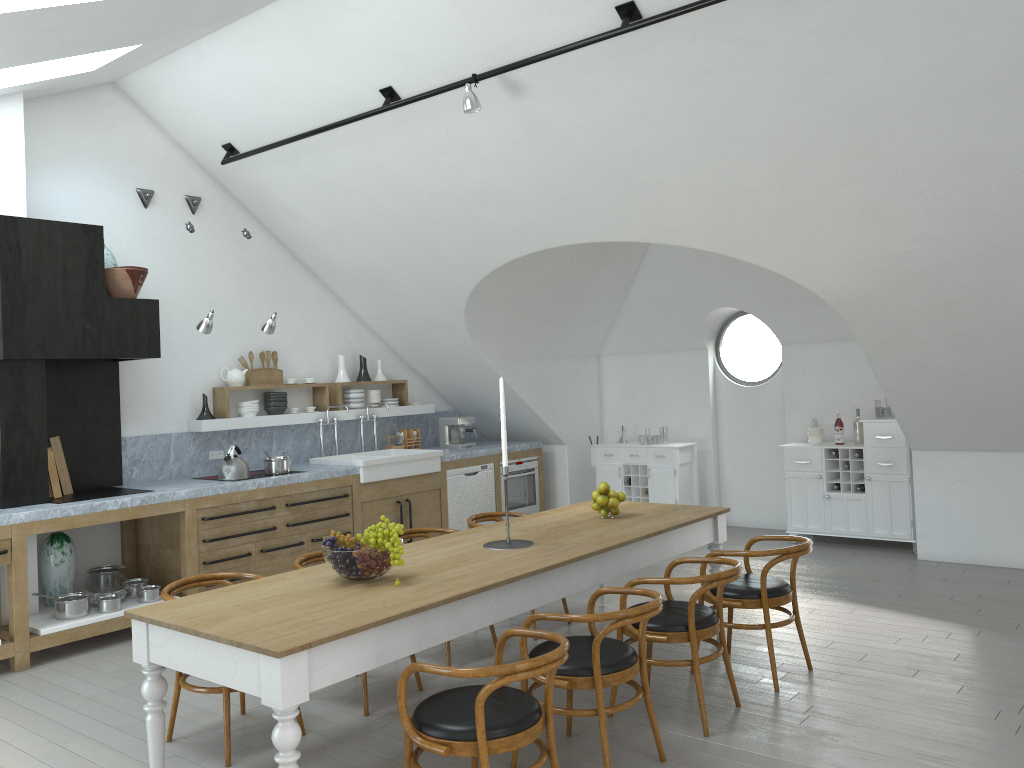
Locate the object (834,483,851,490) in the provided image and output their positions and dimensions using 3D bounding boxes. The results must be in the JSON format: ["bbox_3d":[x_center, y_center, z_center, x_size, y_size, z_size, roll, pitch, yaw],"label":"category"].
[{"bbox_3d":[3.075,0.936,8.177,0.156,0.085,0.331,-3,0,40],"label":"object"}]

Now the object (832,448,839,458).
[{"bbox_3d":[3.036,0.632,8.200,0.092,0.094,0.359,-3,0,40],"label":"object"}]

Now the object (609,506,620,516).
[{"bbox_3d":[0.614,0.753,5.292,0.064,0.063,0.063,-2,-1,-40],"label":"object"}]

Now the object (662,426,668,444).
[{"bbox_3d":[1.595,0.537,9.224,0.063,0.187,0.063,-3,-1,24],"label":"object"}]

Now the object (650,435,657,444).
[{"bbox_3d":[1.506,0.587,9.321,0.094,0.093,0.093,-3,-1,27],"label":"object"}]

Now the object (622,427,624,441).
[{"bbox_3d":[1.218,0.545,9.679,0.024,0.164,0.039,-1,-2,-38],"label":"object"}]

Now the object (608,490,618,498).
[{"bbox_3d":[0.601,0.660,5.272,0.053,0.057,0.058,-2,-1,-36],"label":"object"}]

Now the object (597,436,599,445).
[{"bbox_3d":[0.926,0.693,9.617,0.029,0.269,0.088,-2,-1,-24],"label":"object"}]

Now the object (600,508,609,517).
[{"bbox_3d":[0.549,0.764,5.266,0.049,0.050,0.051,-3,-1,43],"label":"object"}]

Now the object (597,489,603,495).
[{"bbox_3d":[0.548,0.654,5.380,0.062,0.059,0.062,-3,-1,40],"label":"object"}]

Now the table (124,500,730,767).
[{"bbox_3d":[-0.081,1.233,4.499,1.017,0.799,3.350,-3,0,39],"label":"table"}]

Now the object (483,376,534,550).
[{"bbox_3d":[-0.020,0.394,4.656,0.265,0.875,0.775,-3,-1,13],"label":"object"}]

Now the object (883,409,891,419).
[{"bbox_3d":[3.355,0.268,7.945,0.077,0.085,0.077,-2,-1,-43],"label":"object"}]

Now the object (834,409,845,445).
[{"bbox_3d":[3.040,0.398,8.237,0.081,0.330,0.081,-3,-2,35],"label":"object"}]

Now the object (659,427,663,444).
[{"bbox_3d":[1.571,0.541,9.283,0.054,0.179,0.054,-3,-1,16],"label":"object"}]

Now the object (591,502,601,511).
[{"bbox_3d":[0.503,0.727,5.279,0.059,0.056,0.059,-3,-1,34],"label":"object"}]

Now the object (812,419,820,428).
[{"bbox_3d":[2.921,0.441,8.590,0.115,0.209,0.065,-3,-2,41],"label":"object"}]

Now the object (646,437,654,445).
[{"bbox_3d":[1.445,0.594,9.252,0.077,0.085,0.077,-3,-1,27],"label":"object"}]

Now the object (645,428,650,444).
[{"bbox_3d":[1.429,0.552,9.317,0.048,0.169,0.048,-3,-1,27],"label":"object"}]

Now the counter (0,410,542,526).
[{"bbox_3d":[-2.040,0.491,7.452,0.961,0.620,6.578,-3,0,39],"label":"counter"}]

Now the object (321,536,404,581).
[{"bbox_3d":[-0.657,0.784,3.922,0.360,0.160,0.360,-2,0,19],"label":"object"}]

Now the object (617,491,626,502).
[{"bbox_3d":[0.652,0.674,5.298,0.063,0.063,0.062,-3,-1,2],"label":"object"}]

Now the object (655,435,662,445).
[{"bbox_3d":[1.525,0.584,9.232,0.071,0.099,0.071,-2,-1,-28],"label":"object"}]

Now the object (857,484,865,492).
[{"bbox_3d":[3.205,0.935,8.062,0.081,0.081,0.358,-3,0,37],"label":"object"}]

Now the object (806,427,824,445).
[{"bbox_3d":[2.859,0.491,8.352,0.158,0.160,0.154,-2,-1,-23],"label":"object"}]

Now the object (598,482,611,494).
[{"bbox_3d":[0.553,0.622,5.300,0.072,0.074,0.072,-3,-1,39],"label":"object"}]

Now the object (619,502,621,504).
[{"bbox_3d":[0.619,0.698,5.344,0.076,0.076,0.077,-3,-1,6],"label":"object"}]

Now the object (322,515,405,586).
[{"bbox_3d":[-0.650,0.721,3.896,0.393,0.284,0.292,-3,-1,3],"label":"object"}]

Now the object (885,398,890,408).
[{"bbox_3d":[3.422,0.218,8.058,0.054,0.179,0.054,-3,-2,33],"label":"object"}]

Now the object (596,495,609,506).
[{"bbox_3d":[0.534,0.688,5.236,0.071,0.064,0.072,-3,-1,32],"label":"object"}]

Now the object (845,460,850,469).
[{"bbox_3d":[3.123,0.740,8.139,0.085,0.085,0.331,-3,0,39],"label":"object"}]

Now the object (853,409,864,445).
[{"bbox_3d":[3.175,0.392,8.119,0.085,0.331,0.085,-2,-1,-2],"label":"object"}]

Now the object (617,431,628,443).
[{"bbox_3d":[1.208,0.579,9.700,0.101,0.138,0.067,-3,-1,39],"label":"object"}]

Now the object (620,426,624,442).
[{"bbox_3d":[1.202,0.544,9.711,0.039,0.175,0.054,-4,-2,39],"label":"object"}]

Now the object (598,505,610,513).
[{"bbox_3d":[0.553,0.749,5.334,0.080,0.074,0.078,-2,0,-6],"label":"object"}]

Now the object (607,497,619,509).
[{"bbox_3d":[0.597,0.705,5.238,0.071,0.072,0.070,-3,-1,4],"label":"object"}]

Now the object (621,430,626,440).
[{"bbox_3d":[1.214,0.559,9.705,0.097,0.137,0.029,-3,-1,42],"label":"object"}]

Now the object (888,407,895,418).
[{"bbox_3d":[3.426,0.258,7.987,0.071,0.099,0.071,-2,-1,-43],"label":"object"}]

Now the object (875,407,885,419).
[{"bbox_3d":[3.280,0.262,7.901,0.082,0.105,0.081,-2,-1,-13],"label":"object"}]

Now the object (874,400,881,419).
[{"bbox_3d":[3.298,0.229,7.981,0.048,0.169,0.048,-2,-1,-18],"label":"object"}]

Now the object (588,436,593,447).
[{"bbox_3d":[0.883,0.695,9.652,0.088,0.269,0.029,-3,-1,12],"label":"object"}]

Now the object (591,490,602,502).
[{"bbox_3d":[0.507,0.672,5.304,0.066,0.071,0.072,-3,-1,8],"label":"object"}]

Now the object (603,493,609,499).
[{"bbox_3d":[0.574,0.669,5.334,0.053,0.051,0.053,-3,-1,10],"label":"object"}]

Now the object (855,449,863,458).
[{"bbox_3d":[3.192,0.630,8.063,0.087,0.085,0.360,-3,0,39],"label":"object"}]
